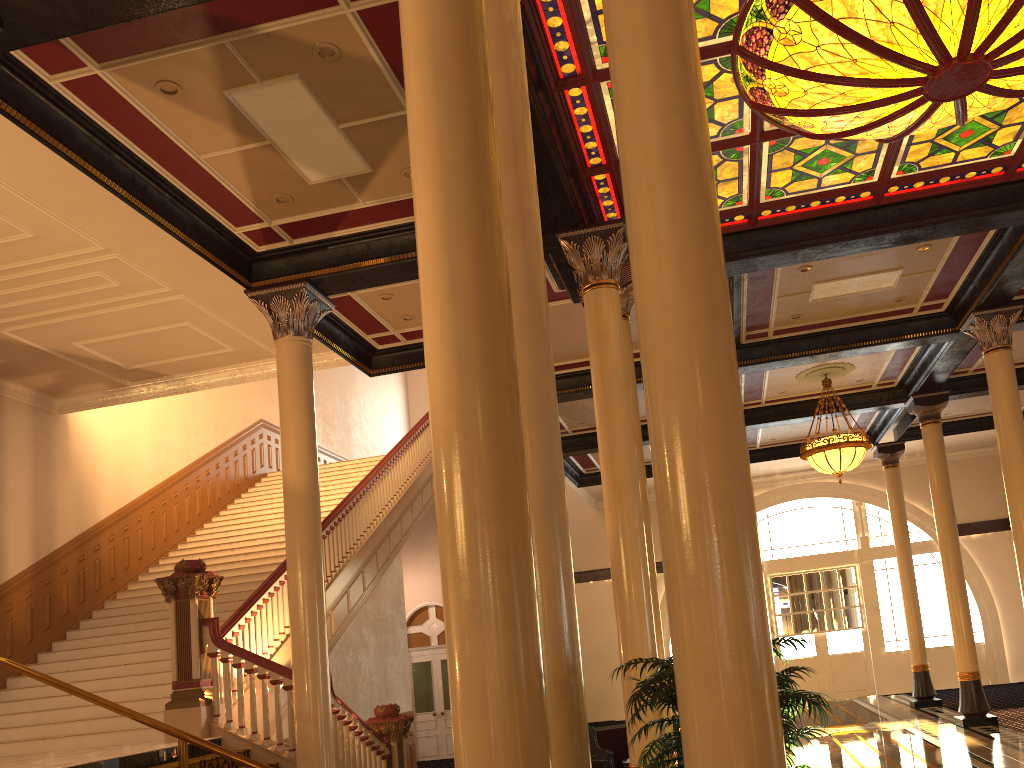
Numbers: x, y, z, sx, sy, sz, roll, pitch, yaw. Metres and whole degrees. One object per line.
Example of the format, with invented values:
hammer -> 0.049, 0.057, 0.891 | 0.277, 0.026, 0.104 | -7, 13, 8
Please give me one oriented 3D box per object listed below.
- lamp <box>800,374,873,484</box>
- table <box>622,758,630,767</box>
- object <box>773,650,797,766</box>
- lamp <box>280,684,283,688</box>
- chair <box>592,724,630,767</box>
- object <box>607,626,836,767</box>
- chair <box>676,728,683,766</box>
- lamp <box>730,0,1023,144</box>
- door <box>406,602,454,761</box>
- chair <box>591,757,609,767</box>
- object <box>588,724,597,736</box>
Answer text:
lamp -> 5.390, 0.756, 14.592 | 1.182, 1.860, 1.232 | -7, -11, 5
table -> 1.656, 5.035, 11.019 | 0.500, 0.542, 0.476 | 4, -15, -38
object -> 1.992, 3.149, 7.778 | 1.114, 2.099, 1.030 | 0, -11, -30
lamp -> -2.163, 4.116, 9.143 | 0.569, 1.963, 0.606 | -11, -10, 29
chair -> 1.542, 5.124, 11.836 | 0.698, 0.897, 0.650 | -2, -12, -19
object -> 0.983, 1.971, 3.737 | 1.035, 2.099, 1.109 | -6, -10, 0
chair -> 1.819, 4.460, 10.138 | 0.730, 1.072, 0.774 | -11, -12, 25
lamp -> 3.053, -2.376, 6.045 | 2.966, 0.586, 3.130 | -9, -18, 8
door -> -1.683, 6.566, 19.292 | 1.459, 3.394, 0.208 | -7, -8, 10
chair -> 0.849, 4.902, 10.905 | 0.657, 0.897, 0.690 | -2, -12, -18
object -> 0.577, 5.041, 12.066 | 1.113, 1.401, 1.036 | -16, -15, 39
